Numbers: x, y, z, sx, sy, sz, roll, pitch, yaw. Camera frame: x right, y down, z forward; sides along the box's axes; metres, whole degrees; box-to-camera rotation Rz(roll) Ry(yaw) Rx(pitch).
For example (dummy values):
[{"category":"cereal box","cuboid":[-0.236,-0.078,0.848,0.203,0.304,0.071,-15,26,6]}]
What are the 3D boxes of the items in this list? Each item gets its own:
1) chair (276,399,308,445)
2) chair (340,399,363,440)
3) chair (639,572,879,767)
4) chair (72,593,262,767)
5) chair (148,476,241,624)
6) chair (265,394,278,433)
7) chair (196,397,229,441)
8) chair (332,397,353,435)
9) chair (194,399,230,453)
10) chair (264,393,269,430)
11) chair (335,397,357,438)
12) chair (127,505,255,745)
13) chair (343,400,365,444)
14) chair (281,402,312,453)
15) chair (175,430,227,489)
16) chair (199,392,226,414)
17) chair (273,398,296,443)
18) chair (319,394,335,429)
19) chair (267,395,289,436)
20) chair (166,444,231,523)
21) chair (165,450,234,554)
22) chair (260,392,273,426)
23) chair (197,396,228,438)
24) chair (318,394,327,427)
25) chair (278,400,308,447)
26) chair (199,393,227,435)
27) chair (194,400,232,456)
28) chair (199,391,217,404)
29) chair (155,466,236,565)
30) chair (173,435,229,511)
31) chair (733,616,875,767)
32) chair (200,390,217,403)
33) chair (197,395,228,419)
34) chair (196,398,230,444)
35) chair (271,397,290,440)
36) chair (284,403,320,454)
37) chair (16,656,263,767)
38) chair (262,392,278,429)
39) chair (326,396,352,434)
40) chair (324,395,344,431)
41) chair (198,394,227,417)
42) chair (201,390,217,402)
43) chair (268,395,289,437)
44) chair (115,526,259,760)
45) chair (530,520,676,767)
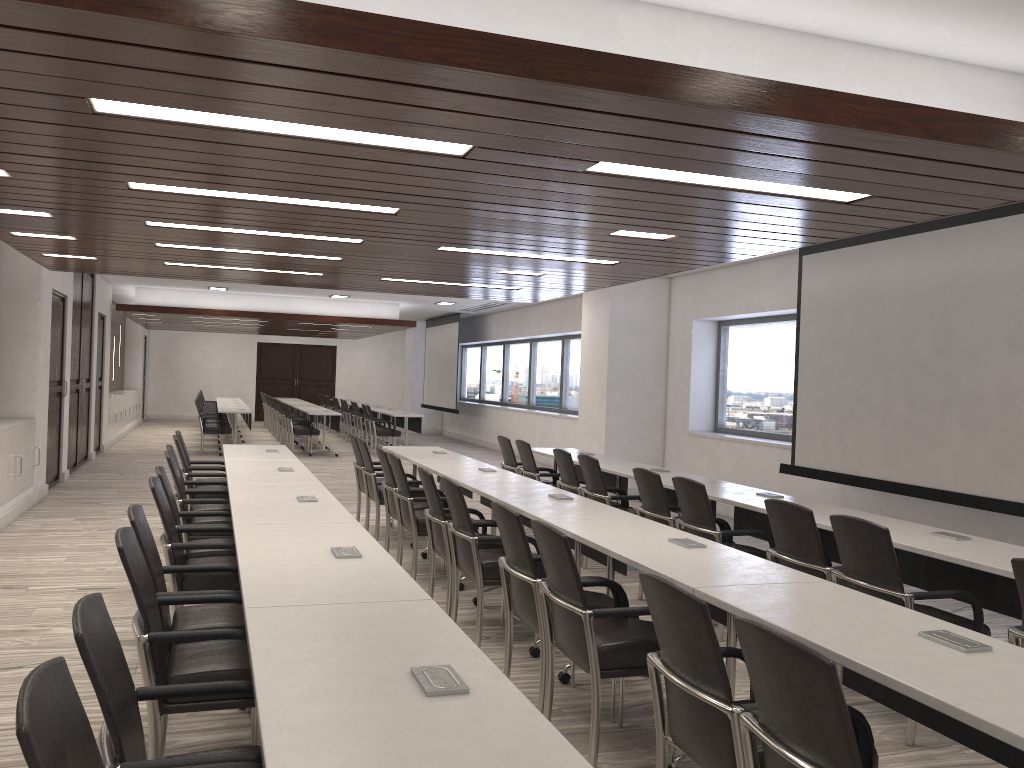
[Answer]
[{"category":"chair","cuboid":[-4.463,0.782,17.965,0.638,0.939,0.513,2,0,-19]},{"category":"chair","cuboid":[-3.545,0.807,19.884,0.638,0.939,0.513,2,0,-18]},{"category":"chair","cuboid":[0.711,1.036,2.638,0.638,0.939,0.513,2,0,-19]},{"category":"chair","cuboid":[-0.727,0.986,2.157,0.638,0.939,0.513,2,0,-19]},{"category":"chair","cuboid":[-1.527,0.946,4.527,0.638,0.939,0.513,2,0,-18]},{"category":"chair","cuboid":[-5.766,0.718,21.799,0.638,0.939,0.513,2,0,-19]},{"category":"chair","cuboid":[-5.909,0.731,17.491,0.638,0.939,0.513,2,0,-18]},{"category":"chair","cuboid":[-4.016,0.784,21.329,0.638,0.939,0.513,2,0,-20]},{"category":"chair","cuboid":[-5.420,0.755,16.036,0.638,0.939,0.513,2,0,-19]},{"category":"chair","cuboid":[-5.925,0.710,22.294,0.638,0.939,0.513,2,0,-18]},{"category":"chair","cuboid":[-3.854,0.792,20.829,0.638,0.939,0.513,2,0,-19]},{"category":"chair","cuboid":[-1.224,0.961,3.588,0.638,0.939,0.513,2,0,-19]},{"category":"chair","cuboid":[-3.379,0.815,19.386,0.638,0.939,0.513,2,0,-18]},{"category":"chair","cuboid":[-3.994,0.805,16.530,0.638,0.939,0.513,2,0,-19]},{"category":"chair","cuboid":[-2.680,0.890,7.914,0.638,0.939,0.513,2,0,-19]},{"category":"chair","cuboid":[-7.205,0.667,21.306,0.638,0.939,0.513,2,0,-19]},{"category":"chair","cuboid":[-4.792,0.765,18.911,0.638,0.939,0.513,2,0,-18]},{"category":"chair","cuboid":[-4.840,0.743,23.712,0.638,0.939,0.513,2,0,-18]},{"category":"chair","cuboid":[-5.442,0.733,20.854,0.638,0.939,0.513,2,0,-19]},{"category":"chair","cuboid":[-2.194,0.914,6.461,0.638,0.939,0.513,2,0,-20]},{"category":"chair","cuboid":[-2.014,0.922,5.973,0.638,0.939,0.513,2,0,-18]},{"category":"chair","cuboid":[-6.423,0.685,23.728,0.638,0.939,0.513,2,0,-20]},{"category":"chair","cuboid":[-6.231,0.715,18.415,0.638,0.939,0.513,2,0,-18]},{"category":"chair","cuboid":[-4.999,0.735,24.208,0.638,0.939,0.513,2,0,-18]},{"category":"chair","cuboid":[-4.298,0.790,17.473,0.638,0.939,0.513,2,0,-20]},{"category":"chair","cuboid":[-6.874,0.683,20.364,0.638,0.939,0.513,2,0,-20]},{"category":"chair","cuboid":[-5.245,0.763,15.543,0.638,0.939,0.513,2,0,-18]},{"category":"chair","cuboid":[-7.373,0.659,21.803,0.638,0.939,0.513,2,0,-18]},{"category":"chair","cuboid":[-1.697,0.938,5.030,0.638,0.939,0.513,2,0,-20]},{"category":"chair","cuboid":[-2.510,0.898,7.412,0.638,0.939,0.513,2,0,-19]},{"category":"chair","cuboid":[0.878,1.045,2.150,0.638,0.939,0.513,2,0,-19]},{"category":"chair","cuboid":[-7.683,0.643,22.748,0.638,0.939,0.513,2,0,-19]},{"category":"chair","cuboid":[-6.390,0.707,18.909,0.638,0.939,0.513,2,0,-19]},{"category":"chair","cuboid":[-5.739,0.739,16.986,0.638,0.939,0.513,2,0,-19]},{"category":"chair","cuboid":[-4.961,0.757,19.400,0.638,0.939,0.513,2,0,-18]},{"category":"chair","cuboid":[-3.812,0.814,16.029,0.638,0.939,0.513,2,0,-19]},{"category":"chair","cuboid":[-0.570,0.994,1.657,0.638,0.939,0.513,2,0,-19]},{"category":"chair","cuboid":[-6.242,0.694,23.243,0.638,0.939,0.513,2,0,-18]},{"category":"chair","cuboid":[-4.352,0.767,22.270,0.638,0.939,0.513,2,0,-19]},{"category":"chair","cuboid":[-4.521,0.759,22.775,0.638,0.939,0.513,2,0,-19]},{"category":"chair","cuboid":[-6.722,0.691,19.861,0.638,0.939,0.513,2,0,-18]},{"category":"chair","cuboid":[-7.854,0.635,23.244,0.638,0.939,0.513,2,0,-18]},{"category":"chair","cuboid":[-5.284,0.741,20.354,0.638,0.939,0.513,2,0,-19]},{"category":"chair","cuboid":[-1.046,0.970,3.084,0.638,0.939,0.513,2,0,-19]},{"category":"chair","cuboid":[0.398,1.021,3.578,0.638,0.939,0.513,2,0,-19]}]
